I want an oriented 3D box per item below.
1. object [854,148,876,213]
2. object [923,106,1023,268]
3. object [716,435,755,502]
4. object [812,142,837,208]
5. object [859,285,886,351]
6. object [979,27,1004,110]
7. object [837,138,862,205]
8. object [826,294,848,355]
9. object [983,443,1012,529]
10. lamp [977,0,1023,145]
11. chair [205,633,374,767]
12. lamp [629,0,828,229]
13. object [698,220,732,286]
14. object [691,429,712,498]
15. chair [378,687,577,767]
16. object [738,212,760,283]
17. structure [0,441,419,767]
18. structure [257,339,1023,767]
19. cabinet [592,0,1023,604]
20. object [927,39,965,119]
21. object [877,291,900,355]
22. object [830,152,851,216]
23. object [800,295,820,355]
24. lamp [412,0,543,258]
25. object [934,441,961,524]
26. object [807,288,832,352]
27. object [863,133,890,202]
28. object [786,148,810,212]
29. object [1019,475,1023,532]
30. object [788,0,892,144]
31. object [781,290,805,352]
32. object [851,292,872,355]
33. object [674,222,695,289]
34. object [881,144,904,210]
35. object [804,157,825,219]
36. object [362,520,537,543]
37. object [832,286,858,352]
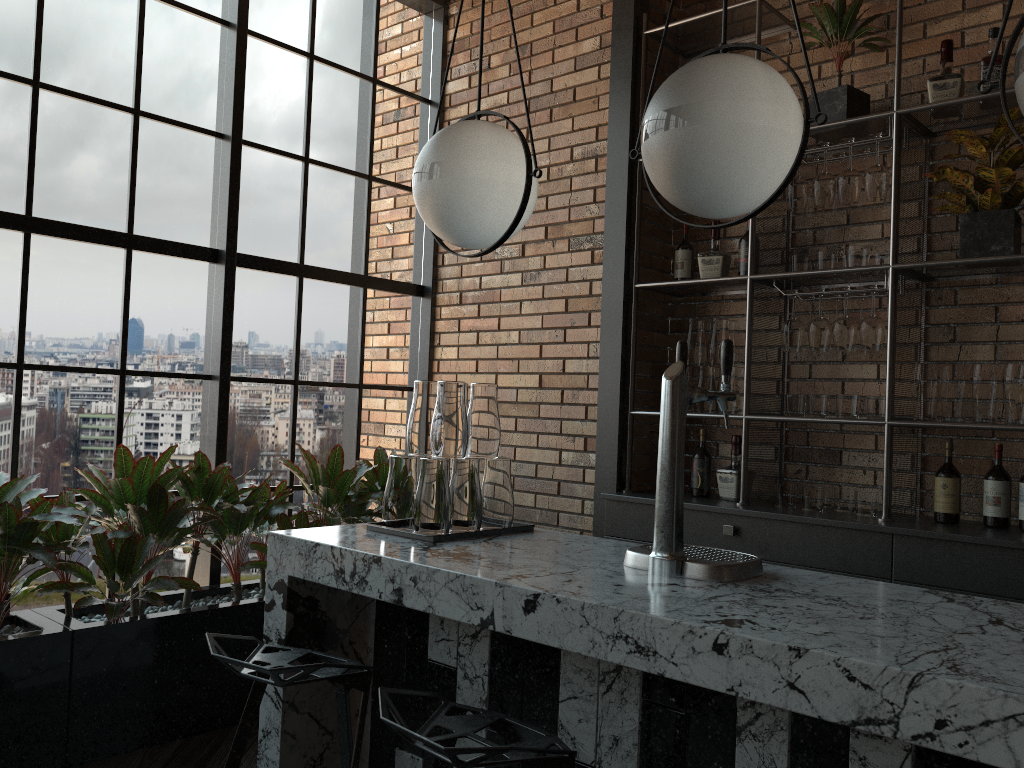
[{"bbox_3d":[1.417,-0.813,3.556,0.092,0.244,0.092,4,-2,-42],"label":"object"},{"bbox_3d":[1.713,-0.688,3.146,0.425,0.526,0.430,4,-2,-36],"label":"object"},{"bbox_3d":[0.954,0.357,3.779,0.123,0.279,0.123,3,-2,-34],"label":"object"},{"bbox_3d":[1.234,-0.822,3.500,0.092,0.244,0.092,4,-2,-42],"label":"object"},{"bbox_3d":[1.361,-0.248,3.348,0.092,0.244,0.092,4,-2,-42],"label":"object"},{"bbox_3d":[1.733,-1.140,3.195,0.083,0.282,0.083,1,-2,27],"label":"object"},{"bbox_3d":[1.307,-0.821,3.433,0.092,0.244,0.092,4,-2,-42],"label":"object"},{"bbox_3d":[1.321,-0.242,3.606,0.092,0.244,0.092,4,-2,-42],"label":"object"},{"bbox_3d":[1.724,0.359,3.147,0.086,0.298,0.086,2,-2,1],"label":"object"},{"bbox_3d":[1.019,-1.201,1.427,0.340,1.754,0.340,2,-2,-2],"label":"lamp"},{"bbox_3d":[-0.452,0.918,1.946,0.475,0.737,0.414,1,-2,32],"label":"chair"},{"bbox_3d":[0.474,-1.209,1.917,0.340,1.754,0.340,2,-2,-2],"label":"lamp"},{"bbox_3d":[0.891,-0.577,3.896,0.123,0.279,0.123,1,-2,31],"label":"object"},{"bbox_3d":[0.830,0.345,3.876,0.086,0.297,0.086,3,-2,-14],"label":"object"},{"bbox_3d":[-0.027,0.924,1.564,0.414,0.737,0.475,4,-2,-43],"label":"chair"},{"bbox_3d":[1.018,-0.586,3.805,0.086,0.299,0.086,2,-2,1],"label":"object"},{"bbox_3d":[-1.590,0.737,3.060,0.757,1.072,4.107,1,-2,41],"label":"structure"},{"bbox_3d":[1.979,0.651,1.271,5.346,1.430,1.930,1,-2,42],"label":"structure"},{"bbox_3d":[1.770,-0.420,3.061,7.075,3.779,0.564,1,-2,42],"label":"cabinet"},{"bbox_3d":[1.617,-1.139,3.301,0.123,0.279,0.123,1,-2,31],"label":"object"},{"bbox_3d":[1.471,-0.240,3.470,0.092,0.244,0.092,4,-2,-42],"label":"object"},{"bbox_3d":[1.344,-0.814,3.622,0.092,0.244,0.092,4,-2,-42],"label":"object"},{"bbox_3d":[1.239,-0.243,3.679,0.092,0.244,0.092,4,-2,-42],"label":"object"},{"bbox_3d":[-0.070,-1.217,2.407,0.340,1.754,0.340,2,-2,-2],"label":"lamp"},{"bbox_3d":[1.590,0.358,3.234,0.086,0.299,0.086,2,-2,1],"label":"object"},{"bbox_3d":[1.210,-0.250,3.483,0.092,0.244,0.092,4,-2,-42],"label":"object"},{"bbox_3d":[1.384,-0.820,3.364,0.092,0.244,0.092,4,-2,-42],"label":"object"},{"bbox_3d":[1.152,-0.823,3.573,0.092,0.244,0.092,4,-2,-42],"label":"object"},{"bbox_3d":[1.796,0.360,3.050,0.086,0.298,0.086,2,-2,1],"label":"object"},{"bbox_3d":[1.333,-1.279,3.598,0.377,0.554,0.422,1,-2,30],"label":"object"},{"bbox_3d":[1.129,-0.251,3.557,0.092,0.244,0.092,4,-2,-42],"label":"object"},{"bbox_3d":[1.394,-0.241,3.540,0.092,0.244,0.092,4,-2,-42],"label":"object"},{"bbox_3d":[0.789,-0.588,4.049,0.086,0.298,0.086,2,-2,1],"label":"object"},{"bbox_3d":[1.494,-0.812,3.487,0.092,0.244,0.092,4,-2,-42],"label":"object"},{"bbox_3d":[1.262,-0.815,3.696,0.092,0.244,0.092,4,-2,-42],"label":"object"},{"bbox_3d":[-0.170,0.405,2.508,0.273,0.019,0.437,1,-2,42],"label":"object"},{"bbox_3d":[1.284,-0.249,3.417,0.092,0.244,0.092,4,-2,-42],"label":"object"}]
